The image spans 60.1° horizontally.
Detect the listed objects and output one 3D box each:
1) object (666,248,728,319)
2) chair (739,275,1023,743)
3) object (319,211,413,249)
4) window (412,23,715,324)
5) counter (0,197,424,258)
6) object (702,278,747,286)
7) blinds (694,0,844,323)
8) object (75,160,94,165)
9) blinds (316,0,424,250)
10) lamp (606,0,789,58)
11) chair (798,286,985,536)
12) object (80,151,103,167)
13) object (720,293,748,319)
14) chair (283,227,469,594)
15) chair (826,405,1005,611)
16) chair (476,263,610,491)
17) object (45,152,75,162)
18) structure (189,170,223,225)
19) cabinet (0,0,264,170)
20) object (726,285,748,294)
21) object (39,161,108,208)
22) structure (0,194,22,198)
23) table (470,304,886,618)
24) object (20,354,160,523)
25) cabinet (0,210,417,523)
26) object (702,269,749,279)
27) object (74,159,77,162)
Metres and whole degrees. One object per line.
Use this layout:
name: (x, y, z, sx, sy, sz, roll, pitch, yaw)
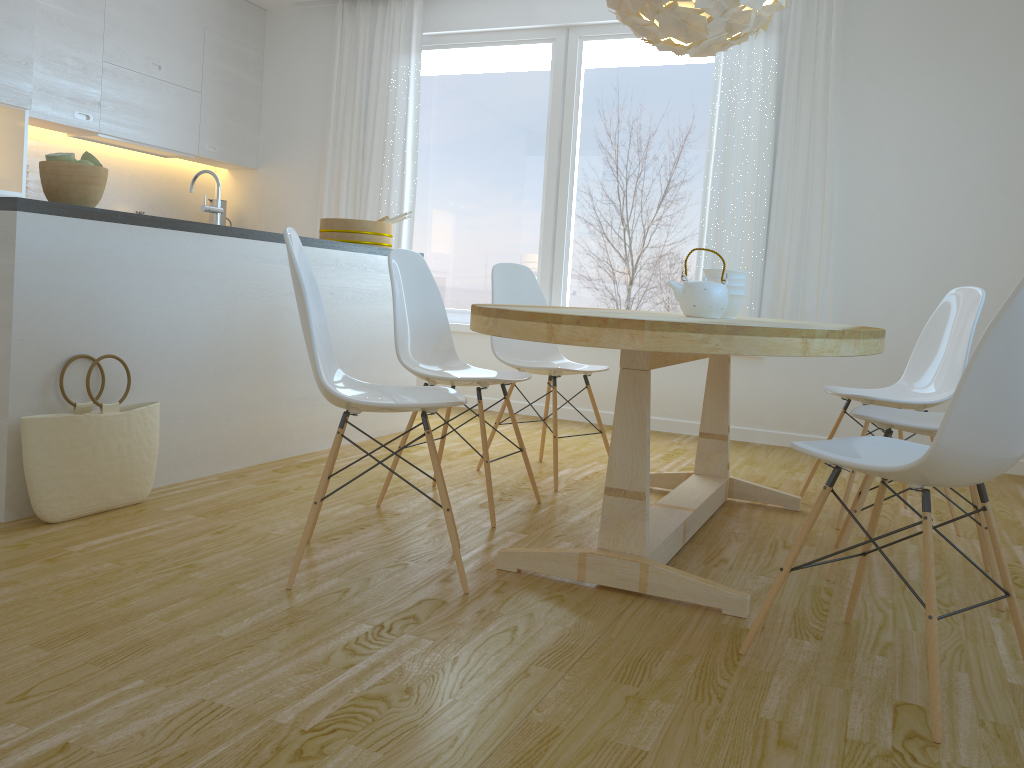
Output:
object: (0.572, -0.308, 2.696, 0.177, 0.211, 0.147, 5, 4, 23)
chair: (0.851, 0.178, 1.857, 0.429, 0.899, 0.525, 2, 4, -37)
object: (-0.794, -0.817, 4.649, 0.429, 0.213, 0.380, 0, 6, -38)
window: (0.307, -1.298, 5.644, 2.732, 1.913, 0.088, 6, 3, 23)
counter: (-1.225, -0.630, 3.773, 0.602, 0.040, 2.405, 6, 6, 23)
object: (0.706, -0.309, 2.957, 0.151, 0.095, 0.152, 8, 6, 40)
blinds: (1.446, -1.337, 4.938, 0.796, 2.154, 0.150, 5, 3, 24)
object: (-1.406, -0.693, 2.910, 0.081, 0.085, 0.098, 3, 4, -12)
blinds: (-0.994, -1.599, 5.992, 0.796, 2.154, 0.150, 5, 2, 23)
lamp: (0.624, -1.634, 2.887, 0.648, 1.132, 0.640, 5, 3, 22)
chair: (1.438, 0.064, 3.349, 0.523, 0.899, 0.431, 4, 3, -2)
object: (-1.410, -0.744, 2.973, 0.074, 0.071, 0.078, 0, 6, -42)
object: (0.707, -0.261, 2.954, 0.152, 0.082, 0.152, 1, 6, -27)
chair: (-0.362, 0.046, 2.392, 0.523, 0.899, 0.431, 3, 3, -7)
chair: (1.250, 0.127, 2.610, 0.524, 0.899, 0.430, 5, 3, 23)
chair: (0.157, -0.063, 3.794, 0.525, 0.899, 0.430, 7, 4, 43)
object: (-1.458, -0.720, 2.854, 0.086, 0.065, 0.084, 7, 5, 35)
structure: (-1.194, -0.717, 3.386, 0.162, 0.214, 0.097, 5, 3, 24)
cabinet: (-2.548, -1.163, 5.023, 0.482, 2.293, 3.207, 5, 5, 23)
object: (0.706, -0.285, 2.956, 0.152, 0.092, 0.152, 1, 5, -28)
object: (-1.445, -0.648, 2.915, 0.205, 0.141, 0.206, 2, 5, -15)
structure: (-2.649, -0.648, 4.308, 0.049, 0.594, 0.561, 5, 4, 23)
table: (0.559, 0.138, 2.922, 1.196, 0.723, 2.195, 6, 6, 22)
object: (-0.825, 0.185, 2.757, 1.189, 0.500, 0.473, 4, 4, 1)
cabinet: (-1.256, -0.158, 3.791, 0.602, 0.907, 2.405, 5, 5, 23)
object: (0.710, -0.337, 2.956, 0.152, 0.087, 0.152, 0, 6, -38)
object: (-1.479, -0.716, 2.941, 0.087, 0.098, 0.102, 7, 5, 44)
